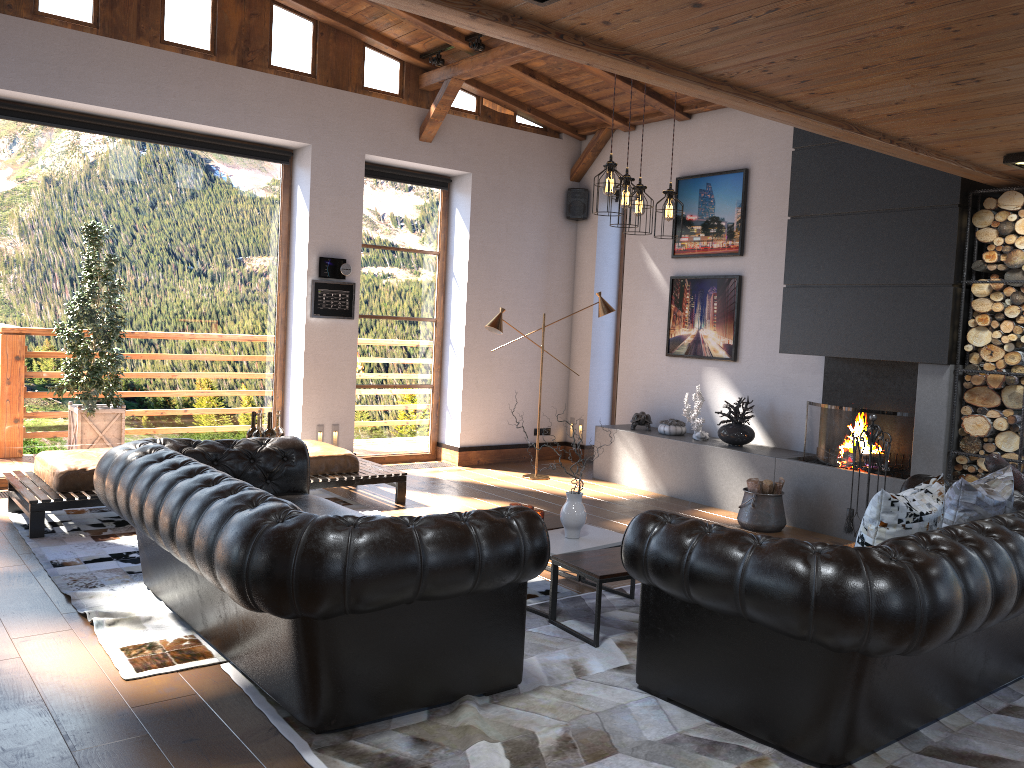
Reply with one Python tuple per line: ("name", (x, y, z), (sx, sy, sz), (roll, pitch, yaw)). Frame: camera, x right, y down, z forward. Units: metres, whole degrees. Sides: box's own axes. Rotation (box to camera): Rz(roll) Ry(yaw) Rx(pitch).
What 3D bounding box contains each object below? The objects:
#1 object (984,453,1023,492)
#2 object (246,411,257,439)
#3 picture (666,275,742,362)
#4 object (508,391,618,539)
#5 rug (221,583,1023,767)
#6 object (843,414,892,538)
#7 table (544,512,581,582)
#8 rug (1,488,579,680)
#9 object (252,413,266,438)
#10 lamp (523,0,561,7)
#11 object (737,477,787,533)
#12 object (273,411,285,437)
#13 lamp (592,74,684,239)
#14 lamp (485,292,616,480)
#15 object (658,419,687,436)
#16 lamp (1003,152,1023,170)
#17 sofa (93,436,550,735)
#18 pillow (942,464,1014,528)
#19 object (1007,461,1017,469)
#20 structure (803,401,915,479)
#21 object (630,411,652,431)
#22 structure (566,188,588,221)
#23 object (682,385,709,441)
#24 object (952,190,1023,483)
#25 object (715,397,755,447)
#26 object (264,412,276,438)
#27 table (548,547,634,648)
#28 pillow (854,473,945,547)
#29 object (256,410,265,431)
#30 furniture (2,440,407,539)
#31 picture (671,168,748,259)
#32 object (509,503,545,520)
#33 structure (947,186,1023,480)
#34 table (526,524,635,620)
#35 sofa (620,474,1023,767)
("object", (2.879, 0.568, 5.157), (0.248, 0.318, 0.150), (3, 3, 3))
("object", (-1.650, 0.317, 5.656), (0.087, 0.286, 0.087), (3, 3, 2))
("picture", (1.863, -0.653, 8.693), (0.036, 0.815, 0.870), (1, 4, -38))
("object", (0.313, 0.452, 4.926), (0.626, 0.807, 0.403), (1, 4, -27))
("rug", (1.059, 1.284, 4.073), (4.091, 0.053, 2.406), (0, 5, -37))
("object", (2.602, 0.722, 6.469), (0.307, 1.017, 0.309), (3, 3, 7))
("table", (0.044, 0.995, 5.267), (0.658, 0.350, 0.396), (0, 5, -38))
("rug", (-1.708, 1.025, 5.821), (2.460, 0.053, 3.767), (0, 5, -37))
("object", (-1.591, 0.325, 5.573), (0.087, 0.286, 0.088), (5, 4, 29))
("lamp", (0.053, -1.336, 2.938), (0.264, 0.068, 0.153), (0, 5, -38))
("object", (2.005, 0.949, 7.087), (0.386, 0.431, 0.382), (2, 3, -12))
("object", (-1.520, 0.316, 5.759), (0.088, 0.286, 0.087), (1, 3, -28))
("lamp", (0.793, -2.020, 5.346), (0.258, 2.200, 0.812), (6, 4, 43))
("lamp", (0.304, 0.005, 8.803), (1.331, 1.897, 0.524), (2, 3, -18))
("object", (1.562, 0.415, 8.656), (0.262, 0.160, 0.278), (0, 4, -36))
("lamp", (3.077, -1.342, 5.308), (0.264, 0.068, 0.153), (0, 5, -38))
("sofa", (-1.080, 0.774, 4.190), (1.254, 0.837, 2.538), (0, 5, -38))
("pillow", (2.215, 0.625, 4.268), (0.534, 0.468, 0.280), (0, 4, -35))
("object", (3.224, 0.903, 5.988), (0.265, 0.794, 0.266), (5, 4, 35))
("structure", (2.681, 0.438, 6.987), (0.185, 0.514, 0.972), (0, 4, -38))
("object", (1.308, 0.371, 8.951), (0.226, 0.182, 0.407), (3, 4, 6))
("structure", (0.741, -2.031, 10.024), (0.216, 0.349, 0.211), (0, 4, -38))
("object", (1.720, 0.267, 8.307), (0.257, 0.532, 0.431), (4, 4, 21))
("object", (3.463, -0.015, 6.217), (0.472, 2.610, 0.488), (0, 4, -38))
("object", (2.033, 0.330, 8.010), (0.335, 0.454, 0.340), (2, 3, -13))
("object", (-1.552, 0.321, 5.665), (0.086, 0.286, 0.088), (5, 4, 30))
("table", (0.576, 1.070, 4.564), (0.657, 0.350, 0.396), (1, 4, -33))
("pillow", (1.673, 0.626, 3.843), (0.534, 0.468, 0.280), (0, 4, -35))
("object", (-1.637, 0.311, 5.748), (0.088, 0.286, 0.087), (1, 3, -26))
("furniture", (-2.322, 0.725, 6.945), (2.792, 0.436, 1.163), (0, 5, -38))
("picture", (1.912, -1.644, 8.641), (0.036, 0.815, 0.870), (1, 4, -38))
("object", (0.070, 0.781, 5.266), (0.246, 0.081, 0.302), (3, 4, 1))
("structure", (3.460, -0.021, 6.205), (0.518, 2.615, 0.496), (0, 4, -38))
("table", (0.329, 1.032, 4.941), (0.658, 0.350, 0.396), (-1, 5, -43))
("sofa", (1.785, 0.931, 4.021), (2.596, 0.837, 1.226), (0, 5, -39))
